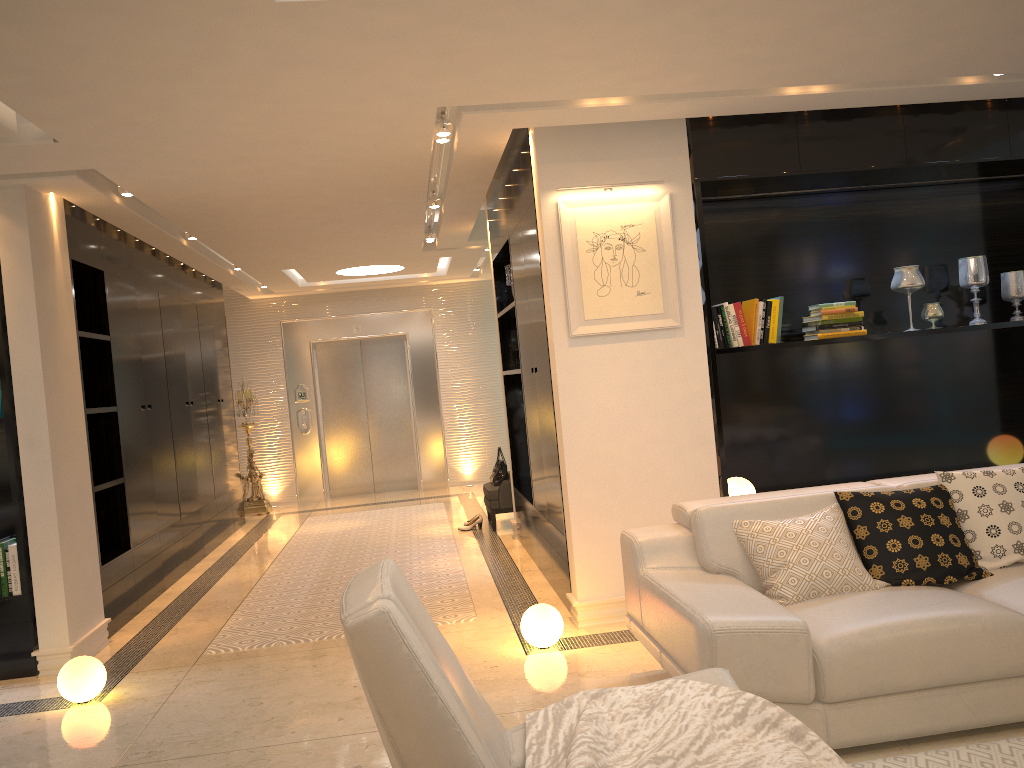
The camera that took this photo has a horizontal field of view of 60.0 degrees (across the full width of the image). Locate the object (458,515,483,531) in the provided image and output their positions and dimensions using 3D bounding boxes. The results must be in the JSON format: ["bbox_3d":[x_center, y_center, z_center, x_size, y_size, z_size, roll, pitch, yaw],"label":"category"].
[{"bbox_3d":[-0.378,1.262,8.052,0.235,0.135,0.084,-5,1,-5],"label":"object"}]

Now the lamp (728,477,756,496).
[{"bbox_3d":[1.302,0.645,5.128,0.213,0.214,0.212,-5,1,33],"label":"lamp"}]

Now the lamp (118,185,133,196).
[{"bbox_3d":[-2.326,-1.200,5.361,0.107,0.127,0.107,-6,1,-25],"label":"lamp"}]

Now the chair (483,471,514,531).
[{"bbox_3d":[0.072,0.832,8.200,0.702,0.898,0.625,-5,1,-5],"label":"chair"}]

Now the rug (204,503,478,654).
[{"bbox_3d":[-1.232,1.408,7.431,1.526,0.015,5.025,-5,1,-7],"label":"rug"}]

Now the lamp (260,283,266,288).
[{"bbox_3d":[-2.913,-1.194,10.419,0.107,0.127,0.107,-6,1,-25],"label":"lamp"}]

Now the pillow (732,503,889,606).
[{"bbox_3d":[1.167,0.676,3.499,0.521,0.329,0.351,-5,1,-7],"label":"pillow"}]

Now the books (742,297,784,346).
[{"bbox_3d":[1.418,-0.351,5.048,0.210,0.261,0.212,-5,1,-7],"label":"books"}]

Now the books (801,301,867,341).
[{"bbox_3d":[1.857,-0.364,5.122,0.296,0.197,0.260,-5,1,-4],"label":"books"}]

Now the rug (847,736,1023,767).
[{"bbox_3d":[1.886,1.174,1.544,1.661,0.020,2.900,-5,1,-7],"label":"rug"}]

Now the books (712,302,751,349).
[{"bbox_3d":[1.189,-0.334,5.017,0.240,0.270,0.208,-5,1,-7],"label":"books"}]

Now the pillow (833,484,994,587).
[{"bbox_3d":[1.615,0.599,3.561,0.524,0.355,0.323,-5,1,-6],"label":"pillow"}]

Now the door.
[{"bbox_3d":[-2.815,-5.399,1.788,83.408,24.296,83.408,-5,1,15],"label":"door"}]

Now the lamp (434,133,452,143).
[{"bbox_3d":[-0.382,-1.377,4.824,0.107,0.127,0.107,-6,1,-25],"label":"lamp"}]

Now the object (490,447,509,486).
[{"bbox_3d":[-0.123,0.753,8.191,0.168,0.345,0.366,-5,1,-7],"label":"object"}]

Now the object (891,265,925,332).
[{"bbox_3d":[2.344,-0.501,5.235,0.181,0.381,0.181,-5,1,-12],"label":"object"}]

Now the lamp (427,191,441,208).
[{"bbox_3d":[-0.583,-1.376,6.613,0.107,0.127,0.107,-6,1,-25],"label":"lamp"}]

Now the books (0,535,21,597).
[{"bbox_3d":[-2.815,0.996,4.826,0.345,0.296,0.222,-5,1,-7],"label":"books"}]

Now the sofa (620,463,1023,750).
[{"bbox_3d":[1.700,0.798,3.524,2.328,0.754,1.145,-5,1,-7],"label":"sofa"}]

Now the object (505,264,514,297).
[{"bbox_3d":[0.033,-0.758,6.712,0.155,0.347,0.155,-6,1,-26],"label":"object"}]

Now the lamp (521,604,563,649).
[{"bbox_3d":[0.150,1.206,4.426,0.213,0.214,0.212,-5,1,33],"label":"lamp"}]

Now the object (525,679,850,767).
[{"bbox_3d":[0.279,1.029,1.648,0.972,0.580,1.347,-5,1,31],"label":"object"}]

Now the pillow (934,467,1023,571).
[{"bbox_3d":[2.061,0.542,3.656,0.526,0.399,0.255,-5,1,-7],"label":"pillow"}]

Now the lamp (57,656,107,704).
[{"bbox_3d":[-2.062,1.415,4.253,0.213,0.214,0.212,-5,1,33],"label":"lamp"}]

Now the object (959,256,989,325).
[{"bbox_3d":[2.816,-0.556,5.391,0.156,0.426,0.156,-5,1,-1],"label":"object"}]

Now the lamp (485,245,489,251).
[{"bbox_3d":[-0.247,-1.432,9.096,0.107,0.127,0.107,-6,1,-25],"label":"lamp"}]

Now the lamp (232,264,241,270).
[{"bbox_3d":[-2.726,-1.196,8.809,0.107,0.127,0.107,-5,1,12],"label":"lamp"}]

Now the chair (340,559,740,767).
[{"bbox_3d":[0.184,0.837,1.845,0.983,0.991,1.027,-5,1,-7],"label":"chair"}]

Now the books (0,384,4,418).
[{"bbox_3d":[-2.873,0.076,4.834,0.290,0.238,0.189,-5,1,-8],"label":"books"}]

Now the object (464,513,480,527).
[{"bbox_3d":[-0.362,1.259,8.245,0.235,0.135,0.084,-5,1,41],"label":"object"}]

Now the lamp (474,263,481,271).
[{"bbox_3d":[-0.433,-1.430,10.706,0.107,0.127,0.107,-6,1,-25],"label":"lamp"}]

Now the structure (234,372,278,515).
[{"bbox_3d":[-3.032,0.700,10.725,0.382,1.715,0.811,-5,1,17],"label":"structure"}]

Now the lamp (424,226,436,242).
[{"bbox_3d":[-0.756,-1.375,8.136,0.107,0.127,0.235,-5,1,-7],"label":"lamp"}]

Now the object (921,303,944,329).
[{"bbox_3d":[2.485,-0.400,5.240,0.119,0.154,0.119,-5,1,3],"label":"object"}]

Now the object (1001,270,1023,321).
[{"bbox_3d":[3.078,-0.526,5.415,0.147,0.317,0.147,-5,1,-5],"label":"object"}]

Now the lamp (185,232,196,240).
[{"bbox_3d":[-2.514,-1.198,6.971,0.107,0.127,0.107,-6,1,-25],"label":"lamp"}]

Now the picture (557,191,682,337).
[{"bbox_3d":[0.573,-0.641,4.717,0.610,0.729,0.027,-5,1,-7],"label":"picture"}]

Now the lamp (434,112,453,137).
[{"bbox_3d":[-0.368,-1.377,4.696,0.107,0.127,0.107,-6,1,-25],"label":"lamp"}]
